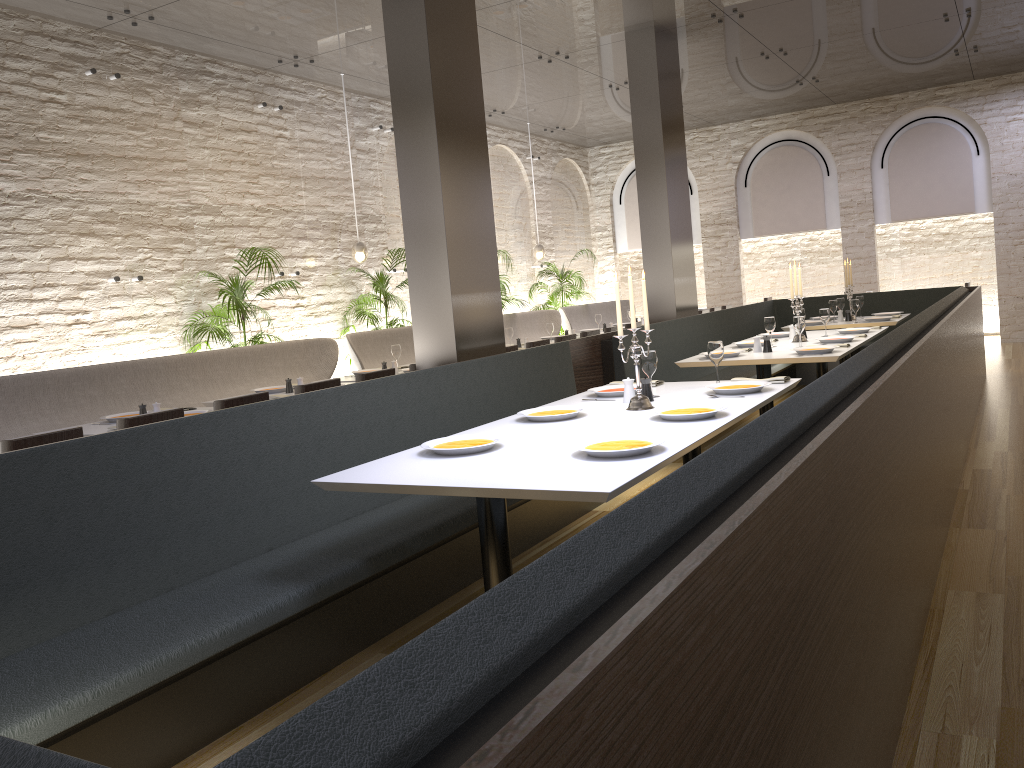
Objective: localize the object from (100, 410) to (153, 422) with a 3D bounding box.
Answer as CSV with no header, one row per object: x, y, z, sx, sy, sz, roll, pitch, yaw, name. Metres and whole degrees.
-2.422,0.209,5.581,0.321,0.036,0.322,-4,6,8,object

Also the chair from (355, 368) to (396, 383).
-1.076,0.366,6.073,0.565,0.903,0.413,-3,4,30,chair

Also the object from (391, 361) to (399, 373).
-0.990,-0.144,7.466,0.059,0.109,0.059,-2,5,38,object

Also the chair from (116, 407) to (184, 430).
-1.951,0.597,4.535,0.565,0.903,0.413,-3,4,30,chair

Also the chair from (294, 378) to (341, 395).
-1.355,0.440,5.584,0.565,0.903,0.413,-3,4,30,chair

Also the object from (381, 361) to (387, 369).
-1.073,-0.137,7.461,0.059,0.109,0.059,-2,5,38,object

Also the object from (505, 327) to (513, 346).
-0.023,-0.480,9.376,0.086,0.230,0.086,-6,4,-18,object

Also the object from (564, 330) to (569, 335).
0.648,-0.590,10.487,0.059,0.109,0.059,-4,4,22,object

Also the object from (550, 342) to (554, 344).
0.361,-0.416,9.387,0.321,0.036,0.322,-4,6,8,object

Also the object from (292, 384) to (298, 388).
-1.621,0.009,6.951,0.272,0.033,0.143,-2,6,30,object

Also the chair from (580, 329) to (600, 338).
0.620,-0.081,9.054,0.565,0.903,0.413,-3,4,30,chair

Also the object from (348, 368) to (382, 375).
-1.248,-0.100,7.644,0.322,0.036,0.322,-8,6,-25,object

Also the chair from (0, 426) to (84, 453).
-2.229,0.670,4.046,0.565,0.903,0.413,-3,4,30,chair

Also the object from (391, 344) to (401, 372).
-0.995,-0.224,7.668,0.086,0.230,0.086,-6,4,-18,object

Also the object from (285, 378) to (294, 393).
-1.631,0.010,6.481,0.059,0.109,0.059,-4,4,22,object

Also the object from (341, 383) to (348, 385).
-1.341,0.033,6.394,0.321,0.036,0.322,-4,6,8,object

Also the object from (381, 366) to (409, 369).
-1.063,-0.138,7.931,0.272,0.033,0.143,-2,6,30,object

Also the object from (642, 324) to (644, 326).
1.854,-0.802,12.013,0.272,0.033,0.143,-2,6,30,object

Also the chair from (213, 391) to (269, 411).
-1.658,0.520,5.050,0.565,0.903,0.413,-3,4,30,chair

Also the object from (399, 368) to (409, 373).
-0.783,-0.114,7.375,0.322,0.036,0.322,-8,6,-25,object

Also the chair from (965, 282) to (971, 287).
7.009,-1.147,14.100,0.565,0.903,0.413,-3,4,30,chair

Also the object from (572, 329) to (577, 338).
0.732,-0.598,10.492,0.059,0.109,0.059,-4,4,22,object

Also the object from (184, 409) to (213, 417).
-1.957,0.195,5.311,0.321,0.036,0.322,-4,6,8,object

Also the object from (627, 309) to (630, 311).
1.653,-0.922,12.322,0.086,0.230,0.086,-7,4,-30,object

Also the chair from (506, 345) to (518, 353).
-0.226,0.142,7.567,0.565,0.903,0.413,-3,4,30,chair

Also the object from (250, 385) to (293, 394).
-1.806,0.047,6.663,0.321,0.036,0.322,-4,6,8,object

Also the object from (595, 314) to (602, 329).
1.113,-0.779,11.373,0.086,0.230,0.086,-7,4,-30,object

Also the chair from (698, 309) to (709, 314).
2.450,-0.563,12.271,0.565,0.903,0.413,-3,4,30,chair

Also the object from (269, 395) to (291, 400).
-1.519,0.086,6.084,0.272,0.033,0.143,-2,6,30,object

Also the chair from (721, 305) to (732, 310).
3.011,-0.710,13.256,0.565,0.903,0.413,-3,4,30,chair

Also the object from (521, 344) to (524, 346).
0.081,-0.439,9.943,0.272,0.033,0.143,-2,6,30,object

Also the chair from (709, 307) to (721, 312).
2.726,-0.635,12.756,0.565,0.903,0.413,-3,4,30,chair

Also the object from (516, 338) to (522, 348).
0.072,-0.438,9.474,0.059,0.109,0.059,-4,4,22,object

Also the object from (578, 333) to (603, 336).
0.938,-0.567,10.400,0.321,0.036,0.322,-4,6,8,object

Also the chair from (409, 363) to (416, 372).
-0.784,0.289,6.587,0.565,0.903,0.413,-3,4,30,chair

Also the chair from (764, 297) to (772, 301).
4.311,-1.064,15.651,0.565,0.903,0.413,-3,4,30,chair

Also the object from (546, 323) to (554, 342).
0.421,-0.546,9.642,0.086,0.230,0.086,-6,4,-18,object

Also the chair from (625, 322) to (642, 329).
1.192,-0.231,10.059,0.565,0.903,0.413,-3,4,30,chair

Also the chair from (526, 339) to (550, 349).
0.066,0.065,8.081,0.565,0.903,0.413,-3,4,30,chair

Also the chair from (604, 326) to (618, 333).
0.912,-0.157,9.566,0.565,0.903,0.413,-3,4,30,chair

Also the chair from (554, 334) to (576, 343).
0.343,-0.007,8.566,0.565,0.903,0.413,-3,4,30,chair

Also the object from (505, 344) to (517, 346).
-0.103,-0.401,9.656,0.321,0.036,0.322,-4,6,8,object

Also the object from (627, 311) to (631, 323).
1.557,-0.845,11.638,0.086,0.230,0.086,-7,4,-30,object

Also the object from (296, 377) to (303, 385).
-1.548,0.002,6.486,0.059,0.109,0.059,-4,4,22,object

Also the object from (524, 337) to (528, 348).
0.155,-0.446,9.478,0.059,0.109,0.059,-4,4,22,object

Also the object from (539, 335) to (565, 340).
0.474,-0.553,10.670,0.321,0.036,0.322,-4,6,8,object
